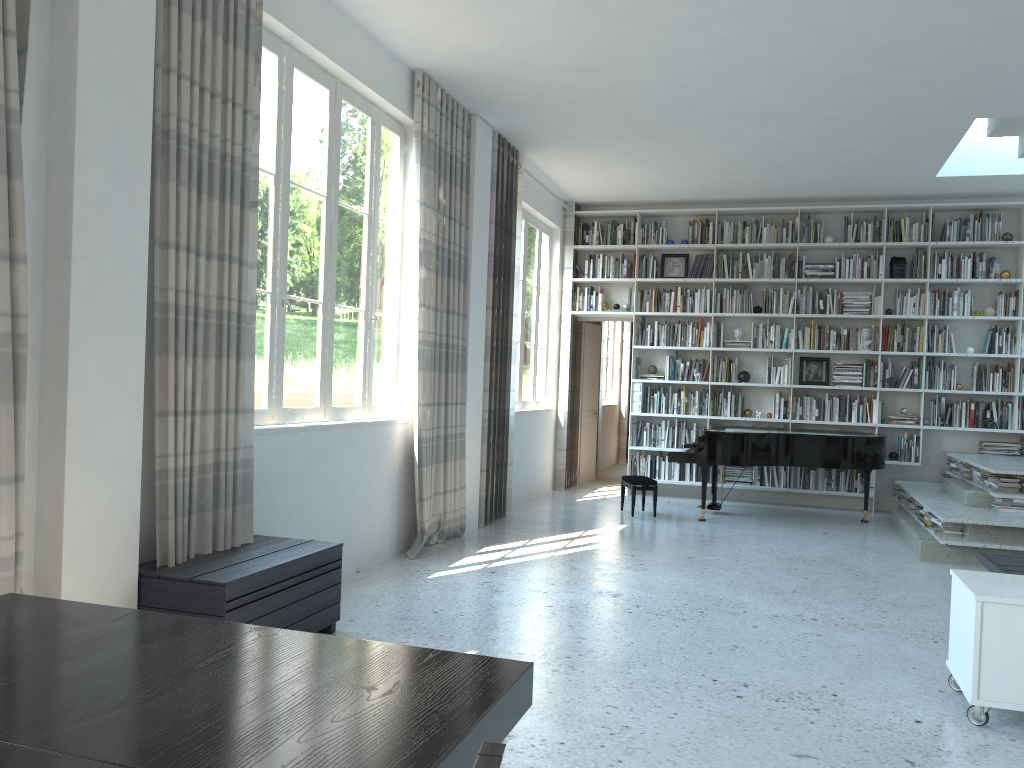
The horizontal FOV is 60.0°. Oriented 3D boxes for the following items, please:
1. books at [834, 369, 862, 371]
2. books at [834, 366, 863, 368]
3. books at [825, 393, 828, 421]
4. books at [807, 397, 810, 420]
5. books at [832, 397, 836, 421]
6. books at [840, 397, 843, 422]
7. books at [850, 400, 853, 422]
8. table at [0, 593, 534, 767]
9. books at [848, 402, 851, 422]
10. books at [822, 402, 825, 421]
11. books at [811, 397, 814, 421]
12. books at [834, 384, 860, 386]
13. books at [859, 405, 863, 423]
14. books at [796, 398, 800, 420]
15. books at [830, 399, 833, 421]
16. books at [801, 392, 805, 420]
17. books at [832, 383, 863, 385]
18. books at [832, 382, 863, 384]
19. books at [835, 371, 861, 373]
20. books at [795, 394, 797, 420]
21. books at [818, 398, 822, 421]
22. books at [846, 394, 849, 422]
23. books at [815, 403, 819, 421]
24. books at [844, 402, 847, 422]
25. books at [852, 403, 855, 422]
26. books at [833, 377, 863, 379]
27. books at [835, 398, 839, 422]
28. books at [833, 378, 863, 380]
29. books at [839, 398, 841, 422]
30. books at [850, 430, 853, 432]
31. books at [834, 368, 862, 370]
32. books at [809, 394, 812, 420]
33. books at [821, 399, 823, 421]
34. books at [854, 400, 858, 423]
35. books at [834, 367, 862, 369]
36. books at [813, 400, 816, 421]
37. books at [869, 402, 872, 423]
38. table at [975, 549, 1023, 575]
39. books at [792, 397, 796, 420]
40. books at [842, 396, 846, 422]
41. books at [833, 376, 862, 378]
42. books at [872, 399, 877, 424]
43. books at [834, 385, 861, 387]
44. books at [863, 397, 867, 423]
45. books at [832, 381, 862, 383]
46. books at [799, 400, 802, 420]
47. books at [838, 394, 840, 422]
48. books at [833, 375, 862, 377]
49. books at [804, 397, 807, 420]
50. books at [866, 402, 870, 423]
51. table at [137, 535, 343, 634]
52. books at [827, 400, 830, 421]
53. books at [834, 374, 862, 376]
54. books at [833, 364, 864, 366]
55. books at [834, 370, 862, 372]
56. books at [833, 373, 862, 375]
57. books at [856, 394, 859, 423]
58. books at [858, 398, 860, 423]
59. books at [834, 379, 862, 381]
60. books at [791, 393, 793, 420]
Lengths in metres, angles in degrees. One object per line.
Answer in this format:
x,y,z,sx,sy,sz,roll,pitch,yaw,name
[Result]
3.506,-0.144,9.258,0.254,0.012,0.161,2,0,13,books
3.509,-0.181,9.262,0.285,0.012,0.159,2,0,19,books
3.302,0.243,9.322,0.026,0.292,0.152,2,1,17,books
3.129,0.260,9.369,0.027,0.245,0.179,2,1,17,books
3.383,0.265,9.315,0.025,0.254,0.136,2,1,17,books
3.443,0.263,9.276,0.010,0.261,0.181,2,1,17,books
3.537,0.280,9.253,0.014,0.235,0.154,2,1,17,books
-0.819,0.793,0.566,1.086,0.736,2.199,2,0,17,table
3.515,0.293,9.248,0.024,0.207,0.183,2,1,17,books
3.273,0.290,9.318,0.023,0.196,0.165,2,1,17,books
3.169,0.262,9.372,0.021,0.244,0.141,2,1,17,books
3.501,0.012,9.264,0.254,0.012,0.161,2,0,19,books
3.620,0.309,9.210,0.023,0.183,0.169,2,1,17,books
3.030,0.262,9.393,0.027,0.234,0.167,2,1,17,books
3.351,0.272,9.309,0.031,0.237,0.159,2,1,17,books
3.088,0.235,9.406,0.027,0.290,0.140,2,1,17,books
3.499,-0.001,9.257,0.285,0.012,0.159,2,0,12,books
3.503,-0.012,9.266,0.285,0.012,0.159,2,0,16,books
3.506,-0.120,9.260,0.254,0.012,0.161,2,0,20,books
3.016,0.240,9.409,0.011,0.275,0.146,2,1,17,books
3.237,0.268,9.331,0.029,0.238,0.165,2,1,17,books
3.500,0.248,9.255,0.012,0.296,0.177,2,1,17,books
3.206,0.293,9.333,0.029,0.184,0.174,2,1,17,books
3.485,0.294,9.271,0.021,0.203,0.128,2,1,17,books
3.550,0.296,9.236,0.023,0.204,0.167,2,1,17,books
3.505,-0.060,9.266,0.285,0.012,0.159,2,0,18,books
3.399,0.270,9.282,0.026,0.245,0.191,2,1,17,books
3.505,-0.048,9.268,0.285,0.012,0.159,2,0,17,books
3.435,0.268,9.289,0.011,0.251,0.158,2,1,17,books
3.515,0.624,9.189,0.015,0.293,0.169,2,1,17,books
3.507,-0.157,9.260,0.254,0.012,0.161,2,0,14,books
3.148,0.242,9.359,0.013,0.282,0.166,2,1,17,books
3.260,0.272,9.335,0.013,0.230,0.139,2,1,17,books
3.573,0.282,9.229,0.023,0.234,0.174,2,1,17,books
3.507,-0.169,9.257,0.254,0.012,0.161,2,0,13,books
3.183,0.276,9.345,0.023,0.217,0.174,2,1,17,books
3.712,0.296,9.183,0.011,0.216,0.166,2,1,17,books
3.451,1.203,5.018,1.269,0.218,1.257,2,0,17,table
2.998,0.255,9.422,0.029,0.244,0.154,2,1,17,books
3.459,0.263,9.263,0.028,0.264,0.161,2,1,17,books
3.504,-0.072,9.263,0.285,0.012,0.159,2,0,19,books
3.743,0.282,9.168,0.033,0.246,0.176,2,1,17,books
3.499,0.024,9.260,0.254,0.012,0.161,2,0,13,books
3.658,0.266,9.210,0.026,0.272,0.175,2,1,17,books
3.500,-0.025,9.257,0.285,0.012,0.159,2,0,22,books
3.058,0.275,9.398,0.024,0.208,0.170,2,1,17,books
3.426,0.250,9.299,0.014,0.286,0.134,2,1,17,books
3.503,-0.084,9.256,0.285,0.012,0.159,2,0,22,books
3.110,0.258,9.393,0.024,0.247,0.132,2,1,17,books
3.687,0.297,9.190,0.042,0.212,0.169,2,1,17,books
-1.182,0.935,3.792,0.523,0.415,0.926,2,0,17,table
3.328,0.280,9.324,0.025,0.220,0.140,2,1,17,books
3.504,-0.096,9.256,0.254,0.012,0.161,2,0,12,books
3.507,-0.193,9.254,0.285,0.012,0.159,2,0,12,books
3.506,-0.132,9.260,0.254,0.012,0.161,2,0,14,books
3.504,-0.108,9.256,0.285,0.012,0.159,2,0,22,books
3.595,0.253,9.234,0.014,0.294,0.137,2,1,17,books
3.611,0.272,9.238,0.014,0.256,0.145,2,1,17,books
3.501,-0.037,9.257,0.254,0.012,0.161,2,0,12,books
2.980,0.234,9.430,0.012,0.285,0.159,2,1,17,books
